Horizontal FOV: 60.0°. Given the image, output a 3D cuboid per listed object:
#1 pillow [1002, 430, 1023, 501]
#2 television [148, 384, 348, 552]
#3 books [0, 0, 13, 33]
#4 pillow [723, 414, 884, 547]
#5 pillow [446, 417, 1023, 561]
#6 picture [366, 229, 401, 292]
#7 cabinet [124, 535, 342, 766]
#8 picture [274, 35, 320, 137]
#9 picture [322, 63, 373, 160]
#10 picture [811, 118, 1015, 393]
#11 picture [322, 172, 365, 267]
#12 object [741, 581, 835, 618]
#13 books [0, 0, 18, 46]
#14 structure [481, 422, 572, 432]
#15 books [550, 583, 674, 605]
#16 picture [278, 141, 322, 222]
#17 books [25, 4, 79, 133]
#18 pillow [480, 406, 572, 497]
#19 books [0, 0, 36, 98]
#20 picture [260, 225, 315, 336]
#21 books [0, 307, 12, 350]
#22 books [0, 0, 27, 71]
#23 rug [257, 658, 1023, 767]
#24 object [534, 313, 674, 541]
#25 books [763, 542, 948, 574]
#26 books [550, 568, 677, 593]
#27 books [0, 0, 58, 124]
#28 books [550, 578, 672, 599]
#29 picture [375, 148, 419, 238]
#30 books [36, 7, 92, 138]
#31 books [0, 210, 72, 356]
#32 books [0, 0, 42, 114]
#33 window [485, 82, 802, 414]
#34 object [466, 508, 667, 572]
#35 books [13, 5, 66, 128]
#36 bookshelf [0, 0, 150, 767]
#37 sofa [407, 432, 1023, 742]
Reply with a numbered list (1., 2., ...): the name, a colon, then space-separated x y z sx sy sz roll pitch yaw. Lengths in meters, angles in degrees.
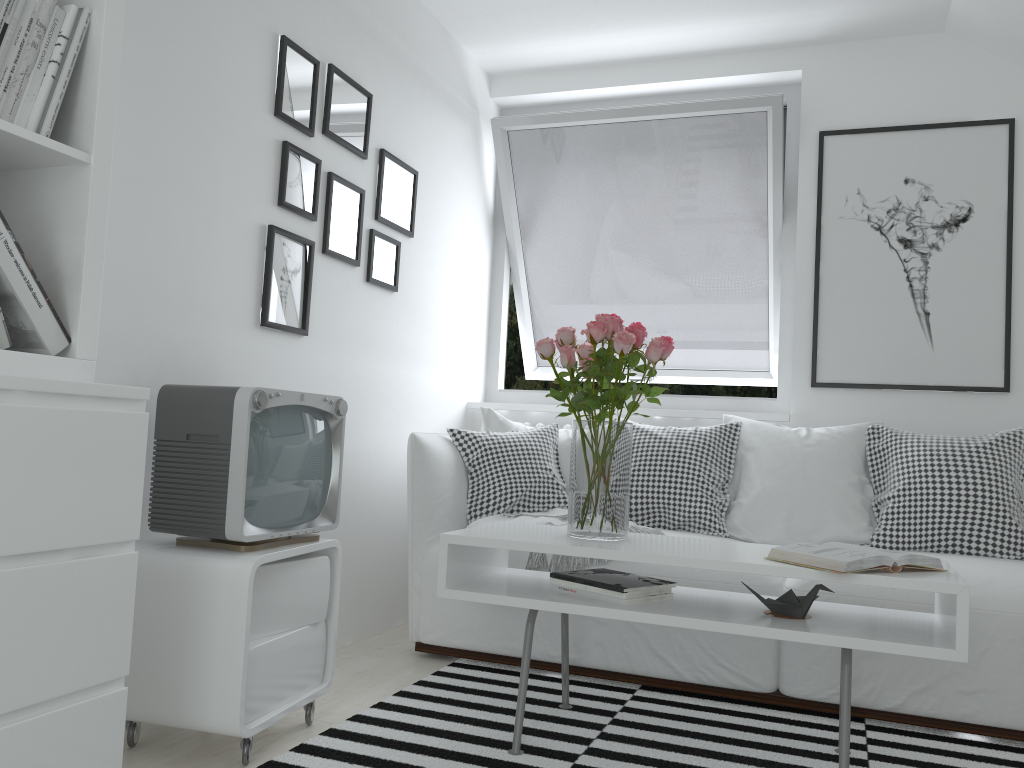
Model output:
1. pillow: 1.900 0.406 2.885 0.333 0.498 0.623 6 -4 -36
2. television: -0.633 0.202 2.196 0.273 0.374 0.414 2 -4 21
3. books: -0.958 -0.569 1.531 0.161 0.249 0.078 2 -4 21
4. pillow: 1.033 0.367 3.226 0.599 0.505 0.391 2 -4 21
5. pillow: 0.979 0.359 3.097 2.488 0.513 0.676 2 -4 22
6. picture: -0.477 -0.458 3.314 0.017 0.194 0.218 2 -4 21
7. cabinet: -0.691 0.625 2.178 0.350 0.477 0.467 2 -4 15
8. picture: -0.667 -0.924 2.765 0.018 0.248 0.196 2 -4 21
9. picture: -0.561 -0.929 3.045 0.021 0.236 0.275 2 -4 21
10. picture: 1.594 -0.511 3.551 0.720 1.072 0.015 2 -4 21
11. picture: -0.575 -0.560 3.044 0.018 0.274 0.225 2 -4 21
12. object: 0.661 0.512 2.141 0.194 0.088 0.186 2 -3 10
13. books: -0.959 -0.582 1.550 0.159 0.278 0.085 2 -4 21
14. structure: 0.636 0.520 3.778 1.655 0.660 0.206 2 -4 21
15. books: 0.256 0.536 2.300 0.191 0.014 0.259 6 -5 -43
16. picture: -0.666 -0.635 2.793 0.018 0.202 0.196 2 -4 21
17. books: -0.924 -0.577 1.657 0.182 0.282 0.090 2 -4 21
18. pillow: 0.154 0.353 3.581 0.617 0.491 0.321 3 -3 -6
19. books: -0.953 -0.570 1.574 0.167 0.258 0.085 2 -4 21
20. picture: -0.692 -0.315 2.749 0.019 0.306 0.232 2 -4 21
21. books: -0.948 -0.168 1.505 0.161 0.213 0.118 2 -4 21
22. books: -0.951 -0.567 1.555 0.161 0.248 0.077 2 -4 21
23. rug: 0.210 0.867 1.431 1.846 0.004 4.362 2 -4 21
24. object: 0.240 0.108 2.354 0.350 0.599 0.327 0 -5 41
25. books: 0.794 0.400 2.055 0.342 0.040 0.231 5 -4 -27
26. books: 0.262 0.510 2.308 0.207 0.012 0.257 6 -5 -41
27. books: -0.949 -0.585 1.622 0.180 0.293 0.103 2 -4 21
28. books: 0.254 0.522 2.305 0.191 0.014 0.254 6 -5 -44
29. picture: -0.438 -0.724 3.394 0.019 0.266 0.290 2 -4 21
30. books: -0.903 -0.575 1.667 0.182 0.282 0.090 2 -4 21
31. books: -0.927 -0.184 1.571 0.176 0.255 0.226 2 -4 21
32. books: -0.958 -0.581 1.599 0.182 0.282 0.090 2 -4 21
33. window: -1.015 -0.407 6.786 12.055 8.137 4.514 2 -4 21
34. object: 0.261 0.576 3.186 0.670 0.291 0.831 2 -4 19
35. books: -0.937 -0.571 1.639 0.174 0.269 0.091 2 -4 21
36. bookshelf: -1.124 -0.443 0.981 0.440 2.416 1.595 2 -4 21
37. sofa: 0.952 0.618 3.044 2.647 0.768 0.917 2 -4 21
